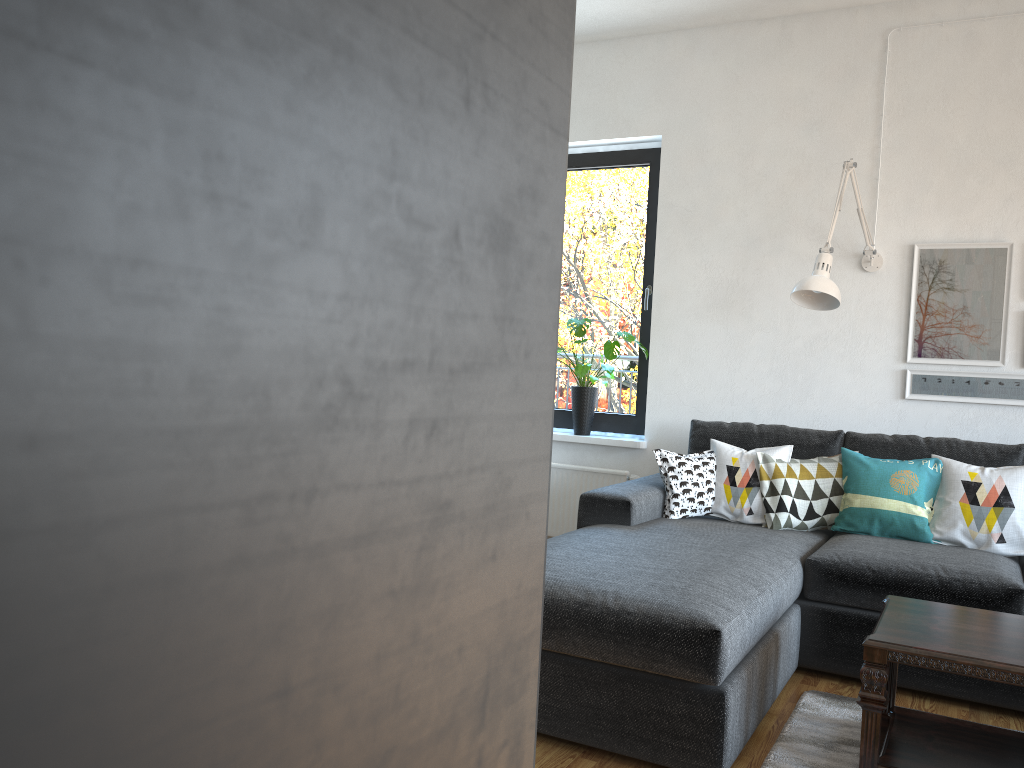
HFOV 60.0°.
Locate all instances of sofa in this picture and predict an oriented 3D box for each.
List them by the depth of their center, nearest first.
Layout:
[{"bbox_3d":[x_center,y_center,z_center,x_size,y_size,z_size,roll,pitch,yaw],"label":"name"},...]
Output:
[{"bbox_3d":[1.355,0.638,2.957,2.507,0.848,2.163,4,1,28],"label":"sofa"}]

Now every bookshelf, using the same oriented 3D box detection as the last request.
[{"bbox_3d":[-0.598,0.415,0.287,1.189,1.201,0.237,4,2,28],"label":"bookshelf"}]

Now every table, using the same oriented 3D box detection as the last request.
[{"bbox_3d":[1.506,0.871,2.180,1.179,0.409,0.570,4,2,28],"label":"table"}]

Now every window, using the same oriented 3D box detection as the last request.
[{"bbox_3d":[1.703,1.458,18.674,13.969,18.380,24.376,4,2,34],"label":"window"}]

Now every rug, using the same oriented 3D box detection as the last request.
[{"bbox_3d":[1.564,1.081,2.134,1.812,0.034,1.052,4,1,27],"label":"rug"}]

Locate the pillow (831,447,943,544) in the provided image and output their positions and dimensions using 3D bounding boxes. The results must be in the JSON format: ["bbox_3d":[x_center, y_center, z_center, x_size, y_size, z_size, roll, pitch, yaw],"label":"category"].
[{"bbox_3d":[1.531,0.447,3.588,0.414,0.340,0.273,4,2,27],"label":"pillow"}]

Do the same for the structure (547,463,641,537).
[{"bbox_3d":[0.383,0.668,4.717,0.817,0.460,0.076,4,2,25],"label":"structure"}]

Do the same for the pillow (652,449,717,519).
[{"bbox_3d":[0.767,0.435,3.820,0.334,0.320,0.160,2,2,-27],"label":"pillow"}]

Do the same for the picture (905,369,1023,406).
[{"bbox_3d":[2.152,0.022,3.815,0.836,0.136,0.021,4,2,28],"label":"picture"}]

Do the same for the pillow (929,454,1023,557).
[{"bbox_3d":[1.841,0.482,3.427,0.436,0.368,0.285,4,2,28],"label":"pillow"}]

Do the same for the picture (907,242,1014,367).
[{"bbox_3d":[1.969,-0.352,3.905,0.390,0.534,0.013,4,2,28],"label":"picture"}]

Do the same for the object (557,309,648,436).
[{"bbox_3d":[0.366,-0.060,4.668,0.657,0.675,0.447,4,2,19],"label":"object"}]

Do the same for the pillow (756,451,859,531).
[{"bbox_3d":[1.244,0.454,3.750,0.454,0.363,0.242,3,2,-5],"label":"pillow"}]

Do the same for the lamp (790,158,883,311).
[{"bbox_3d":[1.415,-0.639,3.836,0.200,0.670,0.698,4,2,37],"label":"lamp"}]

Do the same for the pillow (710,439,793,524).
[{"bbox_3d":[1.004,0.421,3.796,0.360,0.344,0.173,4,2,27],"label":"pillow"}]
